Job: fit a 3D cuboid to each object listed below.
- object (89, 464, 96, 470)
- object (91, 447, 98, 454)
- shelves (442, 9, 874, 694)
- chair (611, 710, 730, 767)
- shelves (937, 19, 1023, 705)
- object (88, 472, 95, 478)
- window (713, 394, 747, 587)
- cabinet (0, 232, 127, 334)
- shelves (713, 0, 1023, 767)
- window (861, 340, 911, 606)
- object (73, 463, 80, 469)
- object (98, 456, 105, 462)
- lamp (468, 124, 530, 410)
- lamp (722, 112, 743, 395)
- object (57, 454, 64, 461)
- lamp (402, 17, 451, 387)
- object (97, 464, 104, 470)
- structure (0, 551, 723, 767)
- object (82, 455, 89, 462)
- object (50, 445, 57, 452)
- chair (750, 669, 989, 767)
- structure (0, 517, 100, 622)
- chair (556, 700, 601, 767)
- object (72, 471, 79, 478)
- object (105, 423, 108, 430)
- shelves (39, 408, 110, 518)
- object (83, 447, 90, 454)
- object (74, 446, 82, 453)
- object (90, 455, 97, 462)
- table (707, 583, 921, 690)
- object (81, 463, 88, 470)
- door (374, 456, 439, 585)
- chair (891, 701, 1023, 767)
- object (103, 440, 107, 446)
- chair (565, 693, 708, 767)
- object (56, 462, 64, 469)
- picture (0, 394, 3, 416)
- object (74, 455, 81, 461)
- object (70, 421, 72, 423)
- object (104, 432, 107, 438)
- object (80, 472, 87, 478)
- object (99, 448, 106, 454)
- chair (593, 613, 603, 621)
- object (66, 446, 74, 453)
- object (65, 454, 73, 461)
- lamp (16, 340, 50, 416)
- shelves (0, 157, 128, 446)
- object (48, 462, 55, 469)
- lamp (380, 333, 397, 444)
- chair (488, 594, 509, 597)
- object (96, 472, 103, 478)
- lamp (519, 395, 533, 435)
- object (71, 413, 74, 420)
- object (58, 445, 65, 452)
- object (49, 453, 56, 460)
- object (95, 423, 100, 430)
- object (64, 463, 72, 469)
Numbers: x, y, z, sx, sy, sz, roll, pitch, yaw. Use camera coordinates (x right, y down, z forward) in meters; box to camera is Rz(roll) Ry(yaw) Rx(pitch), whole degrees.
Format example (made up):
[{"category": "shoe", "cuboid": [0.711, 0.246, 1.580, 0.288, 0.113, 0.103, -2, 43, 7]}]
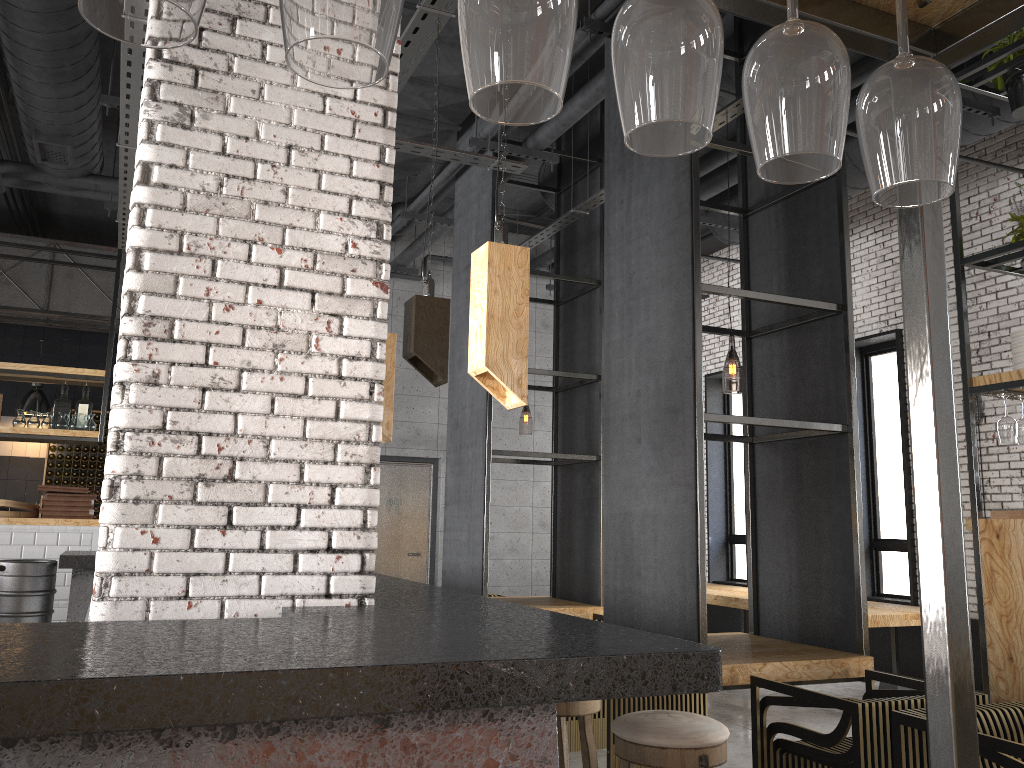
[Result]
[{"category": "object", "cuboid": [-5.373, 1.060, 11.356, 0.079, 0.079, 0.283, 5, -10, -23]}, {"category": "object", "cuboid": [-5.369, 0.852, 11.393, 0.079, 0.079, 0.283, 5, -10, -23]}, {"category": "shelves", "cuboid": [1.152, -0.706, 4.831, 1.002, 4.382, 6.131, 6, -10, -23]}, {"category": "chair", "cuboid": [0.423, 1.367, 2.559, 0.438, 0.808, 0.479, -7, -13, 39]}, {"category": "shelves", "cuboid": [3.723, -0.267, 5.271, 2.331, 5.036, 0.688, 6, -11, -23]}, {"category": "object", "cuboid": [-5.382, 1.166, 11.351, 0.079, 0.079, 0.283, 5, -10, -23]}, {"category": "window", "cuboid": [2.899, 1.201, 11.252, 0.364, 2.708, 0.746, 6, -11, -23]}, {"category": "cabinet", "cuboid": [-7.488, -0.995, 10.108, 5.859, 1.775, 0.680, 5, -11, -23]}, {"category": "shelves", "cuboid": [-0.985, -1.159, 0.272, 3.657, 5.036, 0.688, 5, -11, -23]}, {"category": "window", "cuboid": [3.876, 0.877, 9.073, 0.364, 2.708, 0.746, 6, -11, -23]}, {"category": "object", "cuboid": [-5.546, 1.044, 11.281, 0.079, 0.079, 0.283, 5, -10, -23]}, {"category": "object", "cuboid": [-5.285, 0.964, 11.411, 0.079, 0.079, 0.283, 5, -10, -23]}, {"category": "lamp", "cuboid": [-0.026, -0.702, 2.578, 0.127, 1.552, 0.127, 6, -11, -23]}, {"category": "lamp", "cuboid": [1.184, -0.741, 4.820, 0.108, 1.604, 0.108, -3, -11, 23]}, {"category": "object", "cuboid": [-5.707, 0.922, 11.204, 0.079, 0.079, 0.283, 5, -10, -23]}, {"category": "lamp", "cuboid": [-0.288, -0.690, 3.177, 0.127, 1.400, 0.127, 6, -11, -23]}, {"category": "object", "cuboid": [-5.279, 1.065, 11.376, 0.079, 0.079, 0.283, 5, -10, -23]}, {"category": "structure", "cuboid": [-2.678, 1.138, 3.655, 4.307, 1.539, 5.860, 5, -10, -23]}, {"category": "object", "cuboid": [-5.464, 0.950, 11.351, 0.079, 0.079, 0.283, 5, -10, -23]}, {"category": "object", "cuboid": [-5.800, 0.814, 11.206, 0.079, 0.079, 0.283, 5, -10, -23]}, {"category": "chair", "cuboid": [1.436, 1.596, 3.583, 0.656, 0.733, 0.636, 5, -10, -21]}, {"category": "structure", "cuboid": [-6.631, 1.753, 7.419, 5.796, 1.350, 1.507, 5, -10, -23]}, {"category": "chair", "cuboid": [0.171, 1.448, 3.105, 0.480, 0.808, 0.438, 8, -12, -34]}, {"category": "object", "cuboid": [-5.539, 1.145, 11.242, 0.079, 0.079, 0.283, 5, -10, -23]}, {"category": "object", "cuboid": [-5.276, 0.548, 11.485, 0.079, 0.079, 0.283, 5, -10, -23]}, {"category": "shelves", "cuboid": [-5.494, 1.415, 11.314, 0.888, 2.156, 0.250, 6, -11, -23]}, {"category": "object", "cuboid": [-5.447, 0.842, 11.338, 0.079, 0.079, 0.283, 5, -10, -23]}, {"category": "object", "cuboid": [-5.541, 0.837, 11.318, 0.079, 0.079, 0.283, 5, -10, -23]}, {"category": "object", "cuboid": [-5.377, 0.958, 11.388, 0.079, 0.079, 0.283, 5, -10, -23]}, {"category": "table", "cuboid": [2.155, 2.348, 8.337, 0.999, 0.766, 4.124, 5, -10, -23]}, {"category": "object", "cuboid": [-5.450, 1.049, 11.297, 0.079, 0.079, 0.283, 5, -10, -23]}, {"category": "door", "cuboid": [-1.419, 1.883, 10.175, 1.119, 2.110, 0.158, 5, -11, -23]}, {"category": "chair", "cuboid": [1.749, 1.492, 2.886, 0.656, 0.733, 0.636, 5, -10, -21]}, {"category": "object", "cuboid": [-5.280, 0.756, 11.448, 0.079, 0.079, 0.283, 5, -10, -23]}, {"category": "chair", "cuboid": [0.699, 1.845, 5.248, 0.656, 0.733, 0.637, 6, -11, -24]}, {"category": "object", "cuboid": [-5.718, 1.029, 11.206, 0.079, 0.079, 0.283, 5, -10, -23]}, {"category": "picture", "cuboid": [-6.956, 0.651, 11.028, 0.979, 1.146, 0.020, 5, -11, -23]}, {"category": "object", "cuboid": [-5.552, 0.943, 11.317, 0.079, 0.079, 0.283, 5, -10, -23]}, {"category": "object", "cuboid": [-5.613, 0.515, 11.319, 0.079, 0.079, 0.283, 5, -10, -23]}, {"category": "object", "cuboid": [-5.285, 0.654, 11.481, 0.079, 0.079, 0.283, 5, -10, -23]}, {"category": "object", "cuboid": [-5.454, 1.153, 11.282, 0.079, 0.079, 0.283, 5, -10, -23]}, {"category": "object", "cuboid": [-5.291, 0.863, 11.448, 0.079, 0.079, 0.283, 5, -10, -23]}, {"category": "chair", "cuboid": [0.417, 1.946, 5.927, 0.656, 0.733, 0.637, 5, -10, -22]}, {"category": "object", "cuboid": [-5.634, 0.831, 11.294, 0.079, 0.079, 0.283, 5, -10, -23]}, {"category": "object", "cuboid": [-5.630, 0.933, 11.262, 0.079, 0.079, 0.283, 5, -10, -23]}, {"category": "lamp", "cuboid": [-5.998, -0.086, 11.223, 0.390, 0.940, 0.389, 5, -11, -21]}, {"category": "shelves", "cuboid": [-6.641, -1.147, 7.985, 5.673, 3.077, 0.596, 5, -11, -23]}, {"category": "object", "cuboid": [-5.811, 1.023, 11.183, 0.079, 0.079, 0.283, 5, -10, -23]}, {"category": "lamp", "cuboid": [-0.553, -0.527, 3.751, 0.127, 1.552, 0.127, 6, -11, -23]}, {"category": "chair", "cuboid": [-0.328, 2.186, 7.538, 0.656, 0.733, 0.637, 6, -11, -24]}, {"category": "object", "cuboid": [-5.280, 1.168, 11.353, 0.079, 0.079, 0.283, 5, -10, -23]}, {"category": "lamp", "cuboid": [0.125, -0.390, 7.179, 0.108, 1.604, 0.108, 0, -10, 8]}, {"category": "object", "cuboid": [-5.619, 0.414, 11.355, 0.079, 0.079, 0.283, 5, -10, -23]}, {"category": "object", "cuboid": [-5.706, 0.819, 11.226, 0.079, 0.079, 0.283, 5, -10, -23]}, {"category": "object", "cuboid": [-5.799, 0.916, 11.179, 0.079, 0.079, 0.283, 5, -10, -23]}, {"category": "object", "cuboid": [-5.369, 0.543, 11.462, 0.079, 0.079, 0.283, 5, -10, -23]}, {"category": "object", "cuboid": [-5.624, 1.034, 11.226, 0.079, 0.079, 0.283, 5, -10, -23]}]
